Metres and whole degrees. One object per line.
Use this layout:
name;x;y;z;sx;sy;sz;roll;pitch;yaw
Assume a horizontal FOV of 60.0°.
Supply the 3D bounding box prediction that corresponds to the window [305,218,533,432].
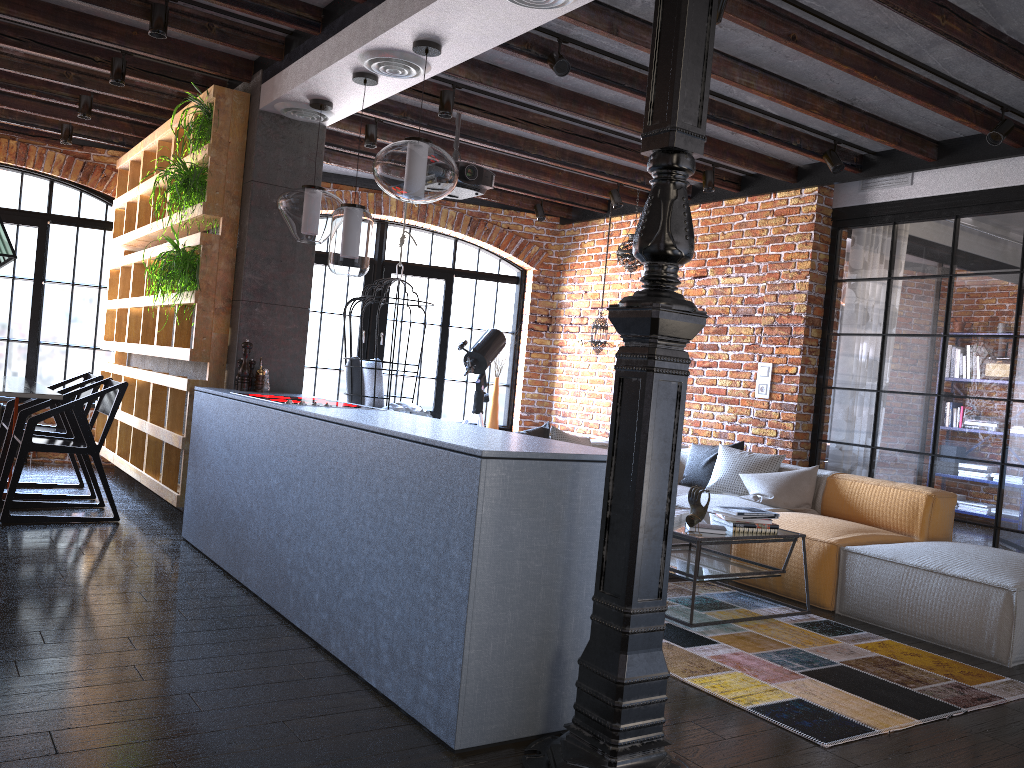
window;-1.312;-0.607;8.400;3.293;2.233;0.177;5;1;-17

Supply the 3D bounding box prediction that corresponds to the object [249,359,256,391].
object;-1.464;-0.052;4.971;0.048;0.180;0.048;6;1;39

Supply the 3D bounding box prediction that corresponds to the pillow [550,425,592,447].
pillow;0.406;0.483;5.962;0.250;0.402;0.543;6;1;38

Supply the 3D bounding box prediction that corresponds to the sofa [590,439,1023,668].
sofa;1.129;0.797;5.071;2.537;0.697;3.299;5;0;-35

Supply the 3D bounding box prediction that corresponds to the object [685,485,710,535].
object;0.859;0.583;4.102;0.099;0.223;0.093;5;1;5

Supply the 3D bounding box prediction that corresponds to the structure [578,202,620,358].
structure;0.794;-0.937;7.575;0.389;1.437;0.338;5;1;-34

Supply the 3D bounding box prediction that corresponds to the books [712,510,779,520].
books;1.160;0.648;4.406;0.268;0.014;0.196;5;0;-36

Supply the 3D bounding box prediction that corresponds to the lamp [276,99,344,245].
lamp;-1.048;-1.125;4.719;0.367;0.747;0.367;6;1;19

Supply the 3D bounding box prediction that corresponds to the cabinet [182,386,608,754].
cabinet;-0.700;0.540;3.816;0.607;0.844;2.959;5;0;-34

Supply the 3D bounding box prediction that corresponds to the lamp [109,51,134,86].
lamp;-2.256;-1.821;5.111;0.113;0.184;0.082;6;1;22

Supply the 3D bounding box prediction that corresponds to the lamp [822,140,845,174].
lamp;2.013;-1.412;5.536;0.094;0.210;0.150;5;1;-33

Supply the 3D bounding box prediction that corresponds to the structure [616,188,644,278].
structure;0.998;-1.251;7.193;0.265;0.779;0.273;5;1;5

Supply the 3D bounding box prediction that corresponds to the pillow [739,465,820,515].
pillow;1.680;0.644;5.574;0.485;0.314;0.358;5;0;8

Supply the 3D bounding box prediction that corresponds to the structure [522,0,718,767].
structure;2.760;0.072;5.638;0.481;2.394;8.516;6;1;37

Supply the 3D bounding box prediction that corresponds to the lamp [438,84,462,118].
lamp;-0.365;-1.645;5.160;0.119;0.184;0.082;5;1;-38

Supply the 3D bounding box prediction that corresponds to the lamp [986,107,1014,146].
lamp;2.580;-1.356;4.681;0.159;0.207;0.082;5;1;-35

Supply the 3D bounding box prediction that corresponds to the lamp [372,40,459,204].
lamp;-0.389;-1.100;3.754;0.364;0.665;0.364;6;1;39

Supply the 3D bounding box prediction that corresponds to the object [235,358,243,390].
object;-1.508;-0.055;4.924;0.048;0.180;0.048;6;1;16

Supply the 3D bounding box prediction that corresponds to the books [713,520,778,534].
books;1.156;0.710;4.404;0.247;0.024;0.209;5;0;-15

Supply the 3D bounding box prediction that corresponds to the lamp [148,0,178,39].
lamp;-1.677;-1.762;4.252;0.116;0.184;0.082;5;1;16

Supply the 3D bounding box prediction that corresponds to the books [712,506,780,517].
books;1.162;0.632;4.406;0.268;0.014;0.196;5;0;-23

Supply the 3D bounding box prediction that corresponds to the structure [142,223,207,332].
structure;-1.897;-0.593;5.151;0.422;0.620;0.570;5;1;-15

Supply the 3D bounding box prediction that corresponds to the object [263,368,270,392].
object;-1.393;-0.023;4.987;0.069;0.135;0.069;6;1;36

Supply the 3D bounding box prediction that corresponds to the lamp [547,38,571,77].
lamp;0.234;-1.576;4.292;0.092;0.201;0.162;5;1;-18

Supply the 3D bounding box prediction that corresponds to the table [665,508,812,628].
table;0.916;0.891;4.501;0.842;0.389;0.848;5;0;-34

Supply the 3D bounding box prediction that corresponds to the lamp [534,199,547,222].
lamp;0.256;-1.590;8.109;0.134;0.208;0.093;6;1;31

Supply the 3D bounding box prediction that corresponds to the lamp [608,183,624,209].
lamp;0.848;-1.531;7.231;0.133;0.208;0.090;6;1;23

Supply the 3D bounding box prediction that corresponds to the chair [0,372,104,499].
chair;-3.083;0.315;5.854;0.611;0.818;0.495;5;1;-34

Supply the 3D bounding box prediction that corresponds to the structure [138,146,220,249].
structure;-1.868;-1.071;5.094;0.422;0.620;0.570;6;1;25

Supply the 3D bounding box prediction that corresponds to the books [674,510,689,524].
books;0.759;0.667;4.534;0.225;0.038;0.309;5;0;26

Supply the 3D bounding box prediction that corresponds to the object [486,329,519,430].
object;-0.087;-0.056;8.487;0.270;1.054;0.299;5;1;-14

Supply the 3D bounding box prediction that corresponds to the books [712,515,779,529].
books;1.159;0.687;4.404;0.251;0.023;0.209;5;0;-15

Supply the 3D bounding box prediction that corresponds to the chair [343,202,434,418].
chair;-0.929;-0.701;6.813;0.682;2.220;0.802;5;1;11

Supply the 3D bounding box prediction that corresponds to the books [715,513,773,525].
books;1.156;0.665;4.427;0.239;0.023;0.190;5;0;0

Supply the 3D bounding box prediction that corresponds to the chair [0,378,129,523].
chair;-2.638;0.360;5.199;0.611;0.818;0.495;5;1;-34

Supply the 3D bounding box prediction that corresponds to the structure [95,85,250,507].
structure;-2.484;-0.563;6.197;0.206;2.381;2.828;5;1;-34

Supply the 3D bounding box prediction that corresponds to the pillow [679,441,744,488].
pillow;1.388;0.569;6.227;0.263;0.400;0.510;5;1;-40

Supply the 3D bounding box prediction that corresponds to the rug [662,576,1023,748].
rug;0.886;1.100;4.094;1.432;0.013;2.363;5;0;-34

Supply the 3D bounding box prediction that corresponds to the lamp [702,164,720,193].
lamp;1.423;-1.479;6.384;0.113;0.194;0.085;6;1;27

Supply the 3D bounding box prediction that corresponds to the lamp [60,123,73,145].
lamp;-3.403;-1.937;6.801;0.112;0.184;0.082;6;1;24

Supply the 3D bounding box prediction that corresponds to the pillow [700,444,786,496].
pillow;1.532;0.599;5.916;0.495;0.354;0.293;6;1;41

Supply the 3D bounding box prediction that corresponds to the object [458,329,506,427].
object;-0.365;0.233;7.612;0.570;1.471;0.616;5;1;-8

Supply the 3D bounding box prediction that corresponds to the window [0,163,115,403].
window;-4.581;-0.906;7.220;3.145;2.233;0.177;5;1;-17

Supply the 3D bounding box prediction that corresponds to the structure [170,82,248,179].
structure;-1.705;-1.424;5.197;0.571;0.620;0.422;5;1;-45

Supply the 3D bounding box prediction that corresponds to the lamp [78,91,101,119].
lamp;-2.853;-1.881;5.975;0.082;0.184;0.124;6;1;40

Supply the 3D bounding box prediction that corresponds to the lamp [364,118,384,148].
lamp;-0.942;-1.701;6.009;0.116;0.188;0.083;6;1;19

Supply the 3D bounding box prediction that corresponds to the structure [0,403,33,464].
structure;-4.397;0.363;7.021;1.115;0.476;0.106;5;1;-17

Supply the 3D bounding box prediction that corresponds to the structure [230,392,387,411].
structure;-1.004;0.094;4.304;0.504;0.057;0.763;5;0;-34

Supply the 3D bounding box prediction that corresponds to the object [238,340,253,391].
object;-1.462;-0.103;4.864;0.061;0.283;0.061;5;1;-20

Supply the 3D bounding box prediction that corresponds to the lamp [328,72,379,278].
lamp;-0.742;-0.990;4.232;0.195;0.955;0.197;5;1;-4

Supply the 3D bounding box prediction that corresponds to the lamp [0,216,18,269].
lamp;-3.254;-1.391;5.359;0.465;1.267;1.257;5;1;-34

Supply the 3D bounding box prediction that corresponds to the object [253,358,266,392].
object;-1.394;-0.051;4.926;0.058;0.192;0.081;5;1;7

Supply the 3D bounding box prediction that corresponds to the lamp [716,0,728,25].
lamp;0.805;-1.524;3.486;0.083;0.190;0.161;5;1;2

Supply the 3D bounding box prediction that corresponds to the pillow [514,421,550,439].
pillow;0.115;0.444;5.792;0.539;0.417;0.238;5;1;-45

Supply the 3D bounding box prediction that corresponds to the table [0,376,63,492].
table;-3.312;0.339;5.225;0.905;0.737;1.887;5;0;-34

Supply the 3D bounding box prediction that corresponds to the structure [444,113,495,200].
structure;-0.347;-1.599;5.552;0.409;0.816;0.463;5;1;-34

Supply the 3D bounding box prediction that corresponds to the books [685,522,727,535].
books;0.924;0.686;4.227;0.182;0.029;0.129;5;0;3
